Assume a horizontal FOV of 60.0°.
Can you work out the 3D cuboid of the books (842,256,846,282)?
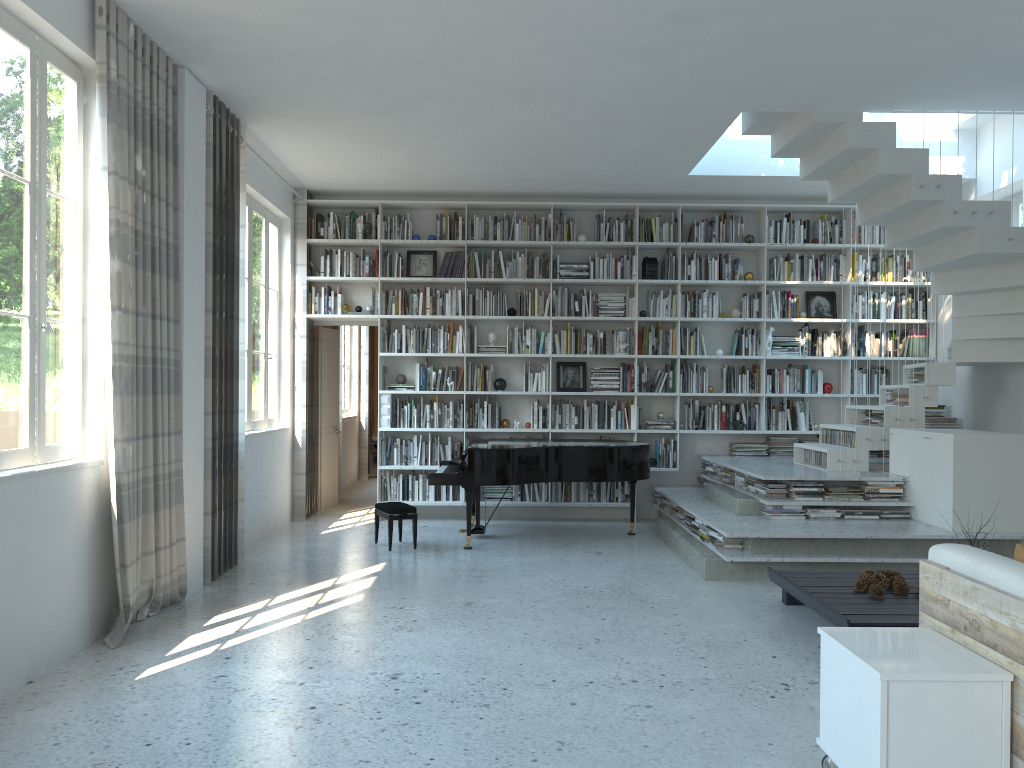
[{"bbox_3d":[3.298,-1.133,8.883,0.031,0.265,0.169,0,0,-1],"label":"books"}]

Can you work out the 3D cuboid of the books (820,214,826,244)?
[{"bbox_3d":[3.113,-1.530,8.876,0.007,0.321,0.165,0,0,-1],"label":"books"}]

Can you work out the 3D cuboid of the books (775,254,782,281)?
[{"bbox_3d":[2.648,-1.147,8.880,0.051,0.282,0.166,0,0,-1],"label":"books"}]

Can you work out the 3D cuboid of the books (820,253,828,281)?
[{"bbox_3d":[3.120,-1.149,8.868,0.022,0.294,0.180,0,0,-1],"label":"books"}]

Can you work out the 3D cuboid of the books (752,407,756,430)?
[{"bbox_3d":[2.407,0.347,8.872,0.025,0.228,0.175,0,0,-1],"label":"books"}]

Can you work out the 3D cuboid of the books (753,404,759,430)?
[{"bbox_3d":[2.433,0.332,8.879,0.026,0.258,0.156,0,0,-1],"label":"books"}]

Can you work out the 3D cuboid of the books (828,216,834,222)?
[{"bbox_3d":[3.197,-1.518,8.890,0.020,0.299,0.131,0,0,-1],"label":"books"}]

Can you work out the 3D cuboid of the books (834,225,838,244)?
[{"bbox_3d":[3.221,-1.474,8.876,0.029,0.210,0.169,0,0,-1],"label":"books"}]

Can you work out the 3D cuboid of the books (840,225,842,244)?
[{"bbox_3d":[3.275,-1.474,8.900,0.031,0.211,0.131,0,0,-1],"label":"books"}]

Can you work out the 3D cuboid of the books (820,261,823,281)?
[{"bbox_3d":[3.070,-1.111,8.873,0.031,0.217,0.165,0,0,-1],"label":"books"}]

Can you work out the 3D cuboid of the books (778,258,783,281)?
[{"bbox_3d":[2.687,-1.131,8.889,0.026,0.251,0.130,0,0,-1],"label":"books"}]

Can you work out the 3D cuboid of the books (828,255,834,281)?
[{"bbox_3d":[3.174,-1.138,8.870,0.036,0.272,0.177,0,0,-1],"label":"books"}]

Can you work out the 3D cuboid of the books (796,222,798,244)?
[{"bbox_3d":[2.825,-1.490,8.871,0.022,0.236,0.172,0,0,-1],"label":"books"}]

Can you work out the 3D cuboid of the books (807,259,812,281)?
[{"bbox_3d":[2.948,-1.119,8.861,0.030,0.230,0.187,0,0,-1],"label":"books"}]

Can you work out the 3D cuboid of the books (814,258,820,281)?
[{"bbox_3d":[3.035,-1.123,8.865,0.014,0.240,0.189,0,0,-1],"label":"books"}]

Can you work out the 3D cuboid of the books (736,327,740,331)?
[{"bbox_3d":[2.273,-0.419,8.895,0.016,0.290,0.135,0,0,-1],"label":"books"}]

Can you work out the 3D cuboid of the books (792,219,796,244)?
[{"bbox_3d":[2.807,-1.503,8.870,0.014,0.262,0.168,0,0,-1],"label":"books"}]

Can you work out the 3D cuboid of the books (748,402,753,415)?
[{"bbox_3d":[2.389,0.320,8.903,0.012,0.282,0.143,0,0,-1],"label":"books"}]

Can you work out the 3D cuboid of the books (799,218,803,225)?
[{"bbox_3d":[2.887,-1.511,8.893,0.012,0.279,0.153,0,0,-1],"label":"books"}]

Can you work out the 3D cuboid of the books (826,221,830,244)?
[{"bbox_3d":[3.137,-1.494,8.876,0.031,0.248,0.164,0,0,-1],"label":"books"}]

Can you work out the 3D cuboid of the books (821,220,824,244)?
[{"bbox_3d":[3.084,-1.496,8.877,0.016,0.252,0.189,0,0,-1],"label":"books"}]

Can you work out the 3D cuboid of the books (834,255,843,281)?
[{"bbox_3d":[3.270,-1.143,8.885,0.026,0.284,0.147,0,0,-1],"label":"books"}]

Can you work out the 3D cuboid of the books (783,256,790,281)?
[{"bbox_3d":[2.739,-1.136,8.871,0.026,0.261,0.167,0,0,-1],"label":"books"}]

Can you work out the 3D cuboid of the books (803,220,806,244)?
[{"bbox_3d":[2.917,-1.498,8.890,0.012,0.254,0.161,0,0,-1],"label":"books"}]

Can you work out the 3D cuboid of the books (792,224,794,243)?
[{"bbox_3d":[2.785,-1.482,8.890,0.030,0.220,0.133,0,0,-1],"label":"books"}]

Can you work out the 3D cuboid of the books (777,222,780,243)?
[{"bbox_3d":[2.639,-1.489,8.874,0.024,0.231,0.168,0,0,-1],"label":"books"}]

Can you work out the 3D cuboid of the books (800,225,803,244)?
[{"bbox_3d":[2.869,-1.472,8.867,0.024,0.202,0.190,0,0,-1],"label":"books"}]

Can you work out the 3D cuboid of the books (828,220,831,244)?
[{"bbox_3d":[3.161,-1.497,8.891,0.017,0.257,0.146,0,0,-1],"label":"books"}]

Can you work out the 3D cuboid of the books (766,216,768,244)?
[{"bbox_3d":[2.525,-1.521,8.877,0.028,0.294,0.150,0,0,-1],"label":"books"}]

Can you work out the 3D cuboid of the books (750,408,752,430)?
[{"bbox_3d":[2.376,0.351,8.877,0.013,0.220,0.168,0,0,-1],"label":"books"}]

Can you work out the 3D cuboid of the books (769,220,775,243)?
[{"bbox_3d":[2.588,-1.499,8.870,0.025,0.250,0.178,0,0,-1],"label":"books"}]

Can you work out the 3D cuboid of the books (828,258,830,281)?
[{"bbox_3d":[3.150,-1.126,8.879,0.011,0.249,0.152,0,0,-1],"label":"books"}]

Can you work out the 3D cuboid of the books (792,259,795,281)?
[{"bbox_3d":[2.804,-1.123,8.895,0.024,0.236,0.146,0,0,-1],"label":"books"}]

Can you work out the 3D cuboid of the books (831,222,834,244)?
[{"bbox_3d":[3.179,-1.486,8.870,0.018,0.235,0.186,0,0,-1],"label":"books"}]

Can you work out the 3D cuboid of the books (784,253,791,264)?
[{"bbox_3d":[2.757,-1.153,8.880,0.011,0.296,0.162,0,0,-1],"label":"books"}]

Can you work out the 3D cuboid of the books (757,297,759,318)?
[{"bbox_3d":[2.447,-0.751,8.886,0.013,0.221,0.155,0,0,-1],"label":"books"}]

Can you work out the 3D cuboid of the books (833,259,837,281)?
[{"bbox_3d":[3.207,-1.122,8.878,0.030,0.241,0.162,0,0,-1],"label":"books"}]

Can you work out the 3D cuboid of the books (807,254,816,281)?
[{"bbox_3d":[3.004,-1.145,8.889,0.048,0.283,0.162,0,0,-1],"label":"books"}]

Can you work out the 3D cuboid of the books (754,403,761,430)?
[{"bbox_3d":[2.458,0.325,8.880,0.025,0.272,0.171,0,0,-1],"label":"books"}]

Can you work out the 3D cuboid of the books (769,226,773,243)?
[{"bbox_3d":[2.564,-1.465,8.858,0.022,0.182,0.190,0,0,-1],"label":"books"}]

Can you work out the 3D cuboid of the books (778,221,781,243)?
[{"bbox_3d":[2.664,-1.498,8.891,0.027,0.249,0.140,0,0,-1],"label":"books"}]

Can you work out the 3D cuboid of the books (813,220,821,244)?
[{"bbox_3d":[3.051,-1.498,8.868,0.019,0.256,0.169,0,0,-1],"label":"books"}]

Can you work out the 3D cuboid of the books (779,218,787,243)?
[{"bbox_3d":[2.702,-1.512,8.874,0.048,0.278,0.150,0,0,-1],"label":"books"}]

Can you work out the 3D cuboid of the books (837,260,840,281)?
[{"bbox_3d":[3.246,-1.118,8.888,0.022,0.234,0.158,0,0,-1],"label":"books"}]

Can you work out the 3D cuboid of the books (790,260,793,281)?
[{"bbox_3d":[2.777,-1.117,8.880,0.030,0.224,0.158,0,0,-1],"label":"books"}]

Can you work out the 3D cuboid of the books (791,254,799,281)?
[{"bbox_3d":[2.829,-1.148,8.874,0.026,0.288,0.156,0,0,-1],"label":"books"}]

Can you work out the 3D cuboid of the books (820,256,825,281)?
[{"bbox_3d":[3.097,-1.134,8.882,0.023,0.264,0.156,0,0,-1],"label":"books"}]

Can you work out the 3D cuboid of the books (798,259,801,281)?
[{"bbox_3d":[2.854,-1.123,8.884,0.025,0.238,0.142,0,0,-1],"label":"books"}]

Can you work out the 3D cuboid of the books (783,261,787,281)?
[{"bbox_3d":[2.713,-1.109,8.867,0.025,0.207,0.175,0,0,-1],"label":"books"}]

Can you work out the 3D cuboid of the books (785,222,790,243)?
[{"bbox_3d":[2.741,-1.488,8.877,0.030,0.231,0.148,0,0,-1],"label":"books"}]

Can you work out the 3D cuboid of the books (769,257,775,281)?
[{"bbox_3d":[2.604,-1.133,8.882,0.012,0.254,0.161,0,0,-1],"label":"books"}]

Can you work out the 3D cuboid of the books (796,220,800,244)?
[{"bbox_3d":[2.847,-1.498,8.880,0.021,0.254,0.151,0,0,-1],"label":"books"}]

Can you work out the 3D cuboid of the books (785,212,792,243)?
[{"bbox_3d":[2.764,-1.538,8.866,0.014,0.332,0.180,0,0,-1],"label":"books"}]

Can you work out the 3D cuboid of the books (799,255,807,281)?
[{"bbox_3d":[2.884,-1.137,8.832,0.032,0.265,0.245,0,0,-1],"label":"books"}]

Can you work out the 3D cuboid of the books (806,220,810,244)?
[{"bbox_3d":[2.938,-1.500,8.878,0.030,0.257,0.165,0,0,-1],"label":"books"}]

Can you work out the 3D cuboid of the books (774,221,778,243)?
[{"bbox_3d":[2.614,-1.494,8.865,0.026,0.242,0.184,0,0,-1],"label":"books"}]

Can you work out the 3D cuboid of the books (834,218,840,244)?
[{"bbox_3d":[3.248,-1.508,8.894,0.025,0.279,0.136,0,0,-1],"label":"books"}]

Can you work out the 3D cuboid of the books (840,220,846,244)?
[{"bbox_3d":[3.304,-1.500,8.878,0.026,0.263,0.163,0,0,-1],"label":"books"}]
